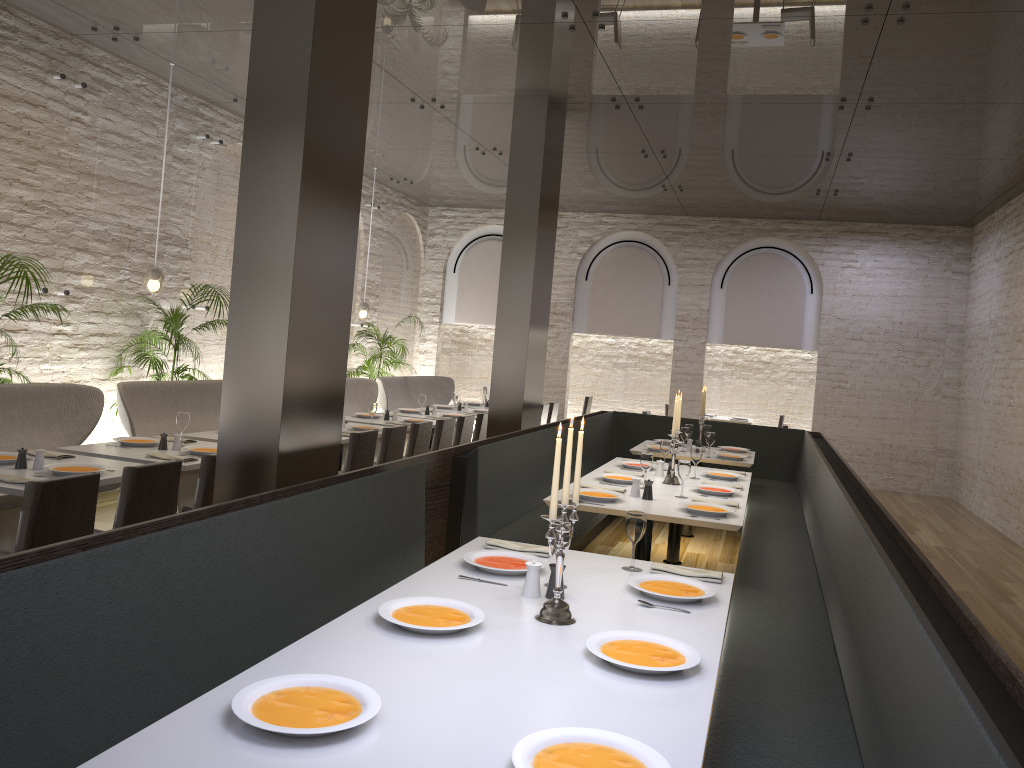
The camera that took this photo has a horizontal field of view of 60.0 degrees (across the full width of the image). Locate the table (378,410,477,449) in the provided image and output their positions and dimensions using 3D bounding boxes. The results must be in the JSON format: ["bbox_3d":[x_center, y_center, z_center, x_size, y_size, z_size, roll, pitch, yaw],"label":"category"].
[{"bbox_3d":[-0.960,0.733,10.227,0.937,0.760,1.010,5,1,16],"label":"table"}]

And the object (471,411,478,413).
[{"bbox_3d":[-0.423,0.356,11.036,0.181,0.015,0.038,5,2,18],"label":"object"}]

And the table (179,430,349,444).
[{"bbox_3d":[-1.923,0.787,6.914,0.937,0.760,1.010,5,1,16],"label":"table"}]

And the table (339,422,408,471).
[{"bbox_3d":[-1.599,0.769,8.029,0.937,0.760,1.010,5,1,16],"label":"table"}]

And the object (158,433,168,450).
[{"bbox_3d":[-2.257,0.371,5.740,0.059,0.109,0.059,5,0,25],"label":"object"}]

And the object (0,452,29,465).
[{"bbox_3d":[-2.791,0.405,4.785,0.321,0.036,0.322,4,2,-6],"label":"object"}]

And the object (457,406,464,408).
[{"bbox_3d":[-0.768,0.301,11.686,0.273,0.033,0.142,5,2,16],"label":"object"}]

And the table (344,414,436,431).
[{"bbox_3d":[-1.272,0.751,9.154,0.937,0.760,1.010,5,1,16],"label":"table"}]

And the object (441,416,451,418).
[{"bbox_3d":[-0.731,0.373,9.976,0.181,0.015,0.038,5,2,18],"label":"object"}]

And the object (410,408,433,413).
[{"bbox_3d":[-1.076,0.318,10.626,0.273,0.033,0.142,5,2,16],"label":"object"}]

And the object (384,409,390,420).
[{"bbox_3d":[-1.282,0.316,9.096,0.059,0.109,0.059,5,0,8],"label":"object"}]

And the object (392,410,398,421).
[{"bbox_3d":[-1.202,0.322,9.120,0.059,0.109,0.059,5,0,8],"label":"object"}]

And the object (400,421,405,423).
[{"bbox_3d":[-1.043,0.391,8.903,0.181,0.015,0.038,5,2,18],"label":"object"}]

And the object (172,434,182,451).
[{"bbox_3d":[-2.177,0.376,5.764,0.059,0.109,0.059,5,0,25],"label":"object"}]

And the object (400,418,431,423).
[{"bbox_3d":[-0.986,0.381,9.077,0.321,0.036,0.322,4,2,-6],"label":"object"}]

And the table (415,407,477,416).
[{"bbox_3d":[-0.652,0.716,11.286,0.937,0.760,1.010,5,1,16],"label":"table"}]

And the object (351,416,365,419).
[{"bbox_3d":[-1.556,0.345,9.055,0.185,0.010,0.017,5,2,16],"label":"object"}]

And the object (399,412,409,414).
[{"bbox_3d":[-1.244,0.328,10.128,0.185,0.010,0.017,5,2,16],"label":"object"}]

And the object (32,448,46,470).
[{"bbox_3d":[-2.493,0.394,4.676,0.059,0.109,0.059,5,0,8],"label":"object"}]

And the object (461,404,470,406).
[{"bbox_3d":[-0.619,0.293,12.282,0.185,0.010,0.017,5,2,16],"label":"object"}]

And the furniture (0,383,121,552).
[{"bbox_3d":[-3.485,0.599,4.188,0.709,1.097,4.474,5,2,16],"label":"furniture"}]

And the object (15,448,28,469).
[{"bbox_3d":[-2.573,0.389,4.652,0.059,0.109,0.059,5,0,8],"label":"object"}]

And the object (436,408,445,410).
[{"bbox_3d":[-0.937,0.310,11.187,0.185,0.010,0.017,5,2,16],"label":"object"}]

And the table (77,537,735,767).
[{"bbox_3d":[-0.006,1.121,2.539,1.101,0.760,2.537,5,2,16],"label":"table"}]

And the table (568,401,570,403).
[{"bbox_3d":[0.402,0.648,15.156,0.937,0.760,1.010,5,1,16],"label":"table"}]

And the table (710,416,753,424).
[{"bbox_3d":[3.369,0.927,14.288,0.937,0.760,1.010,5,1,16],"label":"table"}]

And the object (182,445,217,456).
[{"bbox_3d":[-1.961,0.435,5.721,0.321,0.036,0.322,3,3,-39],"label":"object"}]

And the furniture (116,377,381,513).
[{"bbox_3d":[-2.191,0.527,8.643,0.709,1.097,4.474,5,2,16],"label":"furniture"}]

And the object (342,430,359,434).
[{"bbox_3d":[-1.415,0.412,7.608,0.273,0.033,0.142,5,2,16],"label":"object"}]

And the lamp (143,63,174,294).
[{"bbox_3d":[-3.084,-1.811,7.826,0.178,2.041,0.177,5,0,37],"label":"lamp"}]

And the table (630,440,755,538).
[{"bbox_3d":[1.735,1.024,8.531,1.101,0.760,1.187,5,2,16],"label":"table"}]

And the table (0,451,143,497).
[{"bbox_3d":[-2.563,0.823,4.709,0.937,0.760,1.010,5,1,16],"label":"table"}]

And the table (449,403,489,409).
[{"bbox_3d":[-0.334,0.698,12.381,0.937,0.760,1.010,5,1,16],"label":"table"}]

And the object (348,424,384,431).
[{"bbox_3d":[-1.313,0.399,7.953,0.321,0.036,0.322,4,2,-6],"label":"object"}]

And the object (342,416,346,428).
[{"bbox_3d":[-1.529,0.340,7.996,0.059,0.109,0.059,5,0,8],"label":"object"}]

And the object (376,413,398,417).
[{"bbox_3d":[-1.388,0.336,9.553,0.273,0.033,0.142,5,2,16],"label":"object"}]

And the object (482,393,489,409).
[{"bbox_3d":[-0.349,0.237,11.491,0.086,0.231,0.086,5,0,-44],"label":"object"}]

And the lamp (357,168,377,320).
[{"bbox_3d":[-1.911,-1.876,11.864,0.177,2.041,0.178,5,0,-5],"label":"lamp"}]

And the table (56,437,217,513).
[{"bbox_3d":[-2.247,0.805,5.797,0.937,0.760,1.010,5,1,16],"label":"table"}]

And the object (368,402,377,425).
[{"bbox_3d":[-1.299,0.290,8.224,0.086,0.231,0.086,5,0,-32],"label":"object"}]

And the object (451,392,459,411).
[{"bbox_3d":[-0.719,0.221,11.127,0.086,0.231,0.086,5,0,-44],"label":"object"}]

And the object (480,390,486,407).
[{"bbox_3d":[-0.405,0.203,12.210,0.086,0.231,0.086,5,0,-44],"label":"object"}]

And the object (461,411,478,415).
[{"bbox_3d":[-0.469,0.359,10.865,0.273,0.033,0.142,5,2,16],"label":"object"}]

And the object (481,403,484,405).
[{"bbox_3d":[-0.450,0.283,12.780,0.273,0.033,0.142,5,2,16],"label":"object"}]

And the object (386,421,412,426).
[{"bbox_3d":[-1.089,0.393,8.732,0.273,0.033,0.142,5,2,16],"label":"object"}]

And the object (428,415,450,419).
[{"bbox_3d":[-0.777,0.376,9.806,0.273,0.033,0.142,5,2,16],"label":"object"}]

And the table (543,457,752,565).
[{"bbox_3d":[1.022,1.064,6.077,1.101,0.760,2.537,5,2,16],"label":"table"}]

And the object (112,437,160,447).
[{"bbox_3d":[-2.475,0.387,5.873,0.321,0.036,0.322,3,3,-39],"label":"object"}]

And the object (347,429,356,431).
[{"bbox_3d":[-1.369,0.409,7.778,0.181,0.015,0.038,5,2,18],"label":"object"}]

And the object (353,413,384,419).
[{"bbox_3d":[-1.500,0.332,9.230,0.321,0.036,0.322,4,2,-6],"label":"object"}]

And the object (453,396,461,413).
[{"bbox_3d":[-0.655,0.254,10.438,0.086,0.231,0.086,5,0,-44],"label":"object"}]

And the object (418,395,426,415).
[{"bbox_3d":[-1.025,0.238,10.074,0.086,0.231,0.086,5,0,-44],"label":"object"}]

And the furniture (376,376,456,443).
[{"bbox_3d":[-1.165,0.470,12.173,0.708,1.097,2.583,5,2,16],"label":"furniture"}]

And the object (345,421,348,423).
[{"bbox_3d":[-1.715,0.354,8.428,0.273,0.033,0.142,5,2,16],"label":"object"}]
